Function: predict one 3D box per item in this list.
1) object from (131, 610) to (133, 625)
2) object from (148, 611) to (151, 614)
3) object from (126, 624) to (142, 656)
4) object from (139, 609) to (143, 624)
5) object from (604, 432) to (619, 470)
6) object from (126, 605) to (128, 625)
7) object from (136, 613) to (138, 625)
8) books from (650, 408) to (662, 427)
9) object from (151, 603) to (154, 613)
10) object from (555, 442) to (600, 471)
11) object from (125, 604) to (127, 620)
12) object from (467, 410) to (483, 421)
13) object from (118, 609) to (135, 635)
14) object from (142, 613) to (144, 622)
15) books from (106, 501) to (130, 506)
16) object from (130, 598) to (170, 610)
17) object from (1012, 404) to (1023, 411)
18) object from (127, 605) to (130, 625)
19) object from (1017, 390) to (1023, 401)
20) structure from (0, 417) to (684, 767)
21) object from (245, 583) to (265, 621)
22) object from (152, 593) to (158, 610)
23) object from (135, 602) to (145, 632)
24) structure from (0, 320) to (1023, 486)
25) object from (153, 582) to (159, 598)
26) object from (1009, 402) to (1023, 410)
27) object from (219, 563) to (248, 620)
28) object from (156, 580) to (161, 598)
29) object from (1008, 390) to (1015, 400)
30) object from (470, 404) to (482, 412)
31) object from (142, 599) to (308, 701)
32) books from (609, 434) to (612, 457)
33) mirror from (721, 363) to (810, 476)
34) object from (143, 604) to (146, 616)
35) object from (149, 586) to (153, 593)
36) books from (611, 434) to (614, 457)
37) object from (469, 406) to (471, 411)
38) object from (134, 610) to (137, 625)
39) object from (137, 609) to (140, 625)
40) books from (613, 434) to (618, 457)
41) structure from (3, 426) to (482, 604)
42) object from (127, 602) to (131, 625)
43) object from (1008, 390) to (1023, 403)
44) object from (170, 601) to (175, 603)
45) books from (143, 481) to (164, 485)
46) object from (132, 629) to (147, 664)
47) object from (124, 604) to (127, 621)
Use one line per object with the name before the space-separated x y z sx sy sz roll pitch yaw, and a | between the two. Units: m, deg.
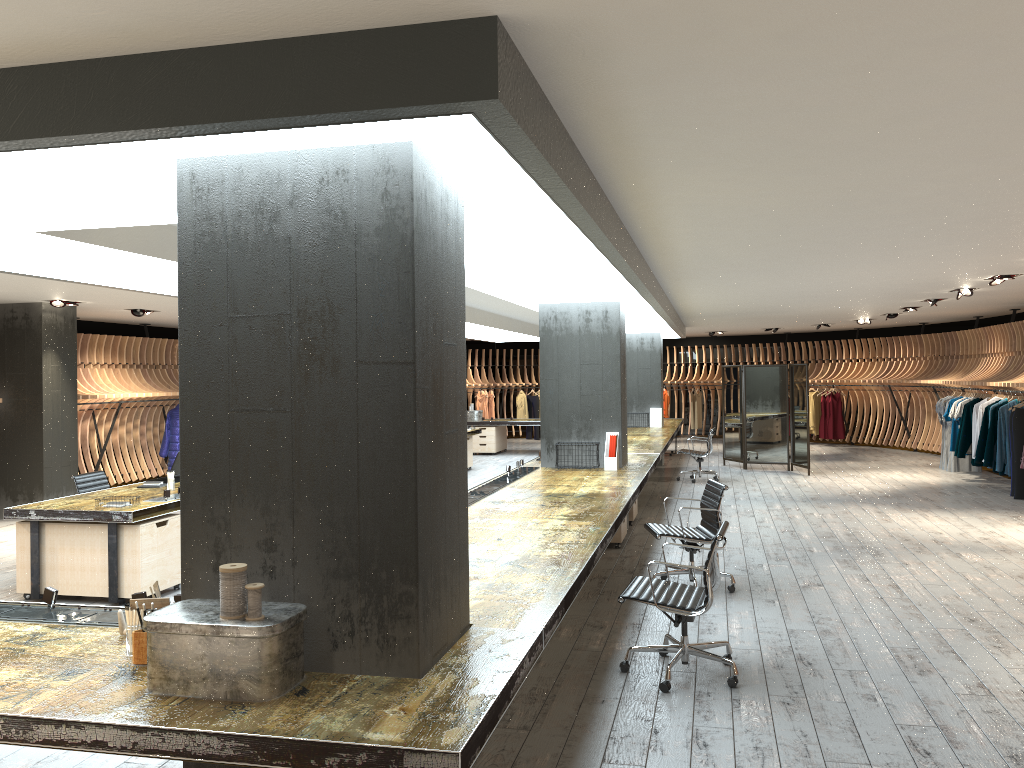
object | -1.389 0.889 3.238 0.007 0.170 0.030 -1 -1 -30
object | -1.303 0.899 3.191 0.018 0.158 0.011 -1 -1 30
object | -1.384 0.934 3.259 0.061 0.111 0.061 -1 0 2
object | -1.366 0.889 3.253 0.030 0.170 0.007 -1 -1 -20
object | 1.059 0.713 9.422 0.129 0.383 0.239 -1 0 13
object | -1.402 0.890 3.244 0.007 0.170 0.030 -1 0 9
object | -1.386 0.889 3.280 0.007 0.170 0.030 0 -1 -37
books | 2.715 0.638 16.741 0.215 0.368 0.073 -1 0 13
object | -1.276 0.875 3.148 0.008 0.207 0.054 -1 0 -22
object | 0.701 0.769 9.446 0.459 0.289 0.329 -1 0 11
object | -1.405 0.890 3.248 0.007 0.170 0.030 -1 -1 23
object | -0.846 0.723 20.090 0.303 0.239 0.498 -1 0 13
object | -1.330 0.781 3.491 0.431 0.429 0.195 -1 0 8
object | -1.365 0.889 3.263 0.007 0.170 0.030 -1 -1 43
books | -3.149 0.956 7.090 0.155 0.025 0.110 -1 0 8
object | -1.315 0.883 3.231 0.138 0.209 0.034 -1 0 -7
object | 6.980 0.232 11.851 0.525 0.270 0.012 -1 0 18
object | -1.398 0.890 3.241 0.007 0.170 0.030 -1 0 -3
object | 7.090 0.224 12.318 0.525 0.270 0.012 -1 0 23
structure | -0.556 1.230 11.369 4.835 0.844 18.475 -1 0 13
object | -0.822 0.696 2.835 0.062 0.109 0.062 -1 0 -17
object | -1.287 0.877 3.274 0.009 0.222 0.082 -1 -1 42
object | -1.309 0.875 3.147 0.054 0.207 0.008 -1 0 -4
structure | -0.832 0.404 7.262 14.881 2.440 36.555 -1 0 13
object | -1.287 0.855 3.264 0.062 0.264 0.012 0 -1 -35
object | 7.030 0.229 12.025 0.525 0.270 0.012 -1 0 38
object | -0.883 0.689 2.955 0.088 0.204 0.262 -1 0 11
object | -1.283 0.851 3.263 0.008 0.267 0.060 -1 -1 29
object | 7.185 0.219 12.742 0.525 0.270 0.012 -1 0 13
object | -0.824 0.544 20.030 0.262 0.204 0.088 -1 0 11
object | -0.942 0.870 2.928 0.497 0.239 0.303 -1 0 13
books | 1.053 0.719 9.430 0.048 0.368 0.215 -1 0 13
mirror | 4.543 0.595 15.904 0.443 1.892 2.111 0 0 -36
object | -1.293 0.876 3.140 0.008 0.207 0.054 -1 0 0
object | -1.298 0.867 3.282 0.084 0.240 0.009 -1 -1 -10
books | 1.075 0.719 9.426 0.048 0.368 0.215 -1 0 13
object | -0.944 0.552 19.969 0.062 0.109 0.062 -1 0 -21
object | -1.379 0.889 3.239 0.030 0.170 0.007 -1 -1 33
object | -1.371 0.889 3.244 0.030 0.170 0.007 -1 0 6
books | 1.096 0.719 9.421 0.048 0.368 0.215 -1 0 13
structure | -2.299 1.249 11.985 1.162 0.844 10.451 -1 0 13
object | -1.404 0.889 3.272 0.030 0.170 0.007 -1 0 -1
object | 7.178 0.222 12.630 0.525 0.270 0.012 -1 0 13
object | -1.250 0.885 3.260 0.081 0.198 0.050 -1 -1 38
books | -3.414 0.940 8.409 0.186 0.027 0.112 -1 0 -2
object | -1.302 0.929 3.160 0.084 0.111 0.083 -1 0 0
object | -1.407 0.890 3.253 0.007 0.170 0.030 -1 -1 36
